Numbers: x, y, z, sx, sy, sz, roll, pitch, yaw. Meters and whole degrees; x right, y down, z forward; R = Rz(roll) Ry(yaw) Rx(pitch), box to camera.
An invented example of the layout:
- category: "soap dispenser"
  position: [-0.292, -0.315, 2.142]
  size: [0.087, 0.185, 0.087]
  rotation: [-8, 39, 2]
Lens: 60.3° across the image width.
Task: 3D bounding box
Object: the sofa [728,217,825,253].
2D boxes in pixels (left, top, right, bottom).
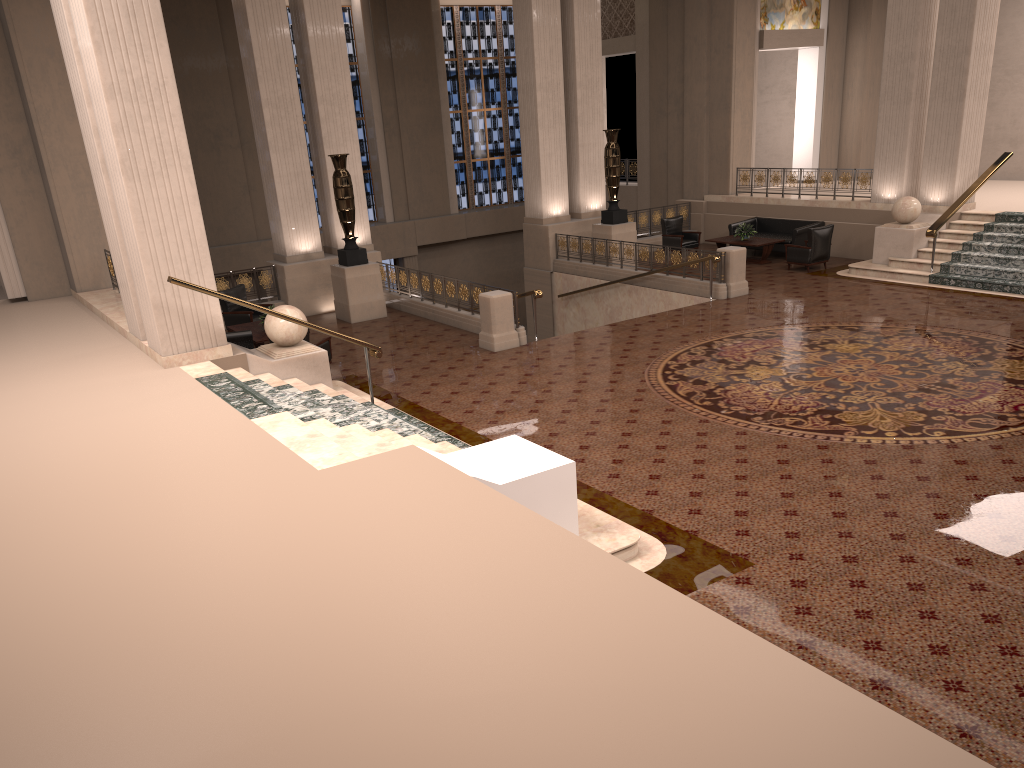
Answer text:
- category: "sofa"
  position: [5.669, -3.153, 19.054]
  size: [0.863, 0.735, 1.877]
  rotation: [-16, 21, -31]

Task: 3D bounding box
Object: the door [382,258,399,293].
- category: "door"
  position: [-3.784, -2.162, 24.986]
  size: [1.471, 2.835, 0.151]
  rotation: [-16, 25, -29]

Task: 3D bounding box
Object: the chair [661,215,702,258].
- category: "chair"
  position: [3.782, -3.311, 19.792]
  size: [0.636, 0.878, 0.702]
  rotation: [-19, 25, -34]

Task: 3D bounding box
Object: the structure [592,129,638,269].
- category: "structure"
  position: [2.114, -3.805, 18.361]
  size: [0.690, 2.902, 0.683]
  rotation: [-17, 25, -29]

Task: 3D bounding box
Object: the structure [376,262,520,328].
- category: "structure"
  position: [-1.234, -1.598, 15.080]
  size: [0.078, 0.559, 4.820]
  rotation: [-17, 21, -30]

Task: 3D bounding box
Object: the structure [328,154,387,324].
- category: "structure"
  position: [-2.834, -2.556, 15.500]
  size: [0.690, 2.902, 0.683]
  rotation: [-17, 25, -29]

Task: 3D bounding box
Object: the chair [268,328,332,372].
- category: "chair"
  position: [-2.947, -0.501, 12.282]
  size: [0.646, 0.878, 0.691]
  rotation: [2, 21, 17]

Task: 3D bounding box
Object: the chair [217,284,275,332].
- category: "chair"
  position: [-4.506, -1.218, 14.996]
  size: [0.715, 0.878, 0.625]
  rotation: [4, 22, 22]

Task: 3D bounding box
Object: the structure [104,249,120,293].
- category: "structure"
  position: [-5.323, -1.429, 12.406]
  size: [0.031, 0.650, 3.608]
  rotation: [-18, 22, -30]

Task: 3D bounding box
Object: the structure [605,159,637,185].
- category: "structure"
  position: [2.815, -5.820, 24.172]
  size: [0.030, 0.695, 2.105]
  rotation: [-18, 22, -30]

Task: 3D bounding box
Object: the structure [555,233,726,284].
- category: "structure"
  position: [2.298, -2.489, 17.122]
  size: [0.078, 0.559, 4.823]
  rotation: [-18, 22, -31]

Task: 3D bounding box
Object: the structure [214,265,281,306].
- category: "structure"
  position: [-5.427, -1.624, 15.801]
  size: [2.501, 0.681, 0.031]
  rotation: [-14, 24, -29]

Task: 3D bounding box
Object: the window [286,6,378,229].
- category: "window"
  position: [-5.205, -6.823, 22.956]
  size: [2.946, 5.577, 0.067]
  rotation: [-16, 25, -29]

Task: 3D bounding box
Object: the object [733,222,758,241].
- category: "object"
  position: [4.881, -3.217, 18.484]
  size: [0.502, 0.392, 0.505]
  rotation: [-4, 19, 1]

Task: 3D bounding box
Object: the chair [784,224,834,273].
- category: "chair"
  position: [5.789, -2.655, 17.165]
  size: [0.638, 0.878, 0.700]
  rotation: [-16, 23, -30]

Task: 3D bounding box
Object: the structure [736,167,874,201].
- category: "structure"
  position: [6.241, -4.348, 19.093]
  size: [0.031, 0.650, 3.608]
  rotation: [-18, 22, -30]

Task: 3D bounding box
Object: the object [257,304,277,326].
- category: "object"
  position: [-3.638, -1.033, 13.446]
  size: [0.502, 0.392, 0.505]
  rotation: [-4, 19, 1]

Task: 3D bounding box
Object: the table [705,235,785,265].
- category: "table"
  position: [4.913, -2.830, 18.659]
  size: [0.827, 0.453, 1.441]
  rotation: [-15, 21, -31]

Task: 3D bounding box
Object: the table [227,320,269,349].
- category: "table"
  position: [-3.756, -0.642, 13.646]
  size: [0.827, 0.453, 1.441]
  rotation: [-15, 21, -31]

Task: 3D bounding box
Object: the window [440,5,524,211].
- category: "window"
  position: [-0.799, -7.935, 25.504]
  size: [2.946, 5.577, 0.067]
  rotation: [-16, 25, -29]

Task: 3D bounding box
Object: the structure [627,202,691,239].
- category: "structure"
  position: [3.288, -3.824, 20.841]
  size: [2.500, 0.681, 0.031]
  rotation: [-14, 24, -29]

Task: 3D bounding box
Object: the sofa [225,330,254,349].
- category: "sofa"
  position: [-4.534, -0.578, 13.154]
  size: [0.863, 0.735, 1.877]
  rotation: [-16, 21, -31]
